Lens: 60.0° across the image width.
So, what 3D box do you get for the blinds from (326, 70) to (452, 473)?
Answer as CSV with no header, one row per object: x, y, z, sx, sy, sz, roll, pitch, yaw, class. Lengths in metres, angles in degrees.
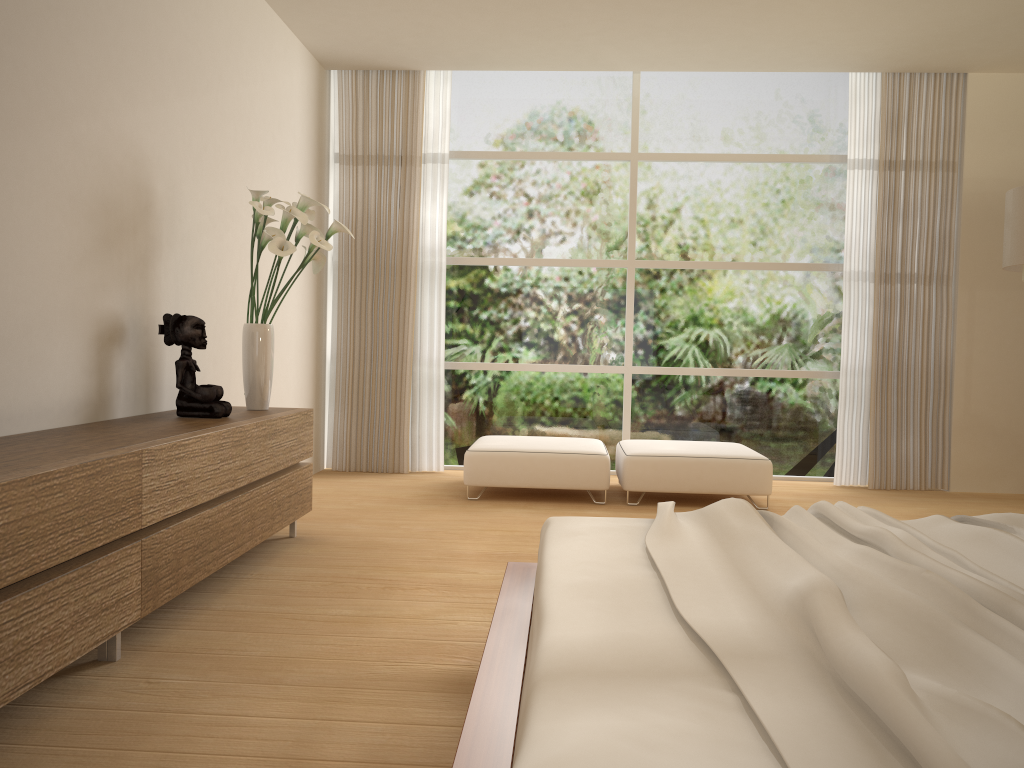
-0.970,-0.984,6.919,0.950,3.352,0.211,1,2,2,blinds

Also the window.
0.946,-0.955,7.062,4.781,3.371,0.071,1,2,3,window

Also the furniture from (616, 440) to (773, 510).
1.219,0.602,6.136,0.965,0.346,0.964,1,2,3,furniture

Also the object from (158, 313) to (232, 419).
-1.379,-0.081,3.884,0.282,0.453,0.181,1,2,3,object

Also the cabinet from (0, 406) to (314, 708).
-1.437,0.522,2.756,0.588,0.662,3.713,1,2,3,cabinet

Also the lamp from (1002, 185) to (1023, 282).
3.082,-0.136,4.818,0.817,2.018,0.817,-1,3,-44,lamp

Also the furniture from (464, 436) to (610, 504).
0.185,0.576,6.198,0.965,0.346,0.964,1,2,3,furniture

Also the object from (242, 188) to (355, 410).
-1.098,-0.412,4.349,0.515,1.085,0.608,-1,3,-39,object

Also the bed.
1.181,0.666,1.875,2.535,0.570,2.599,1,2,3,bed

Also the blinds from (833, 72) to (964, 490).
2.902,-0.883,6.636,0.814,3.351,0.202,1,2,2,blinds
